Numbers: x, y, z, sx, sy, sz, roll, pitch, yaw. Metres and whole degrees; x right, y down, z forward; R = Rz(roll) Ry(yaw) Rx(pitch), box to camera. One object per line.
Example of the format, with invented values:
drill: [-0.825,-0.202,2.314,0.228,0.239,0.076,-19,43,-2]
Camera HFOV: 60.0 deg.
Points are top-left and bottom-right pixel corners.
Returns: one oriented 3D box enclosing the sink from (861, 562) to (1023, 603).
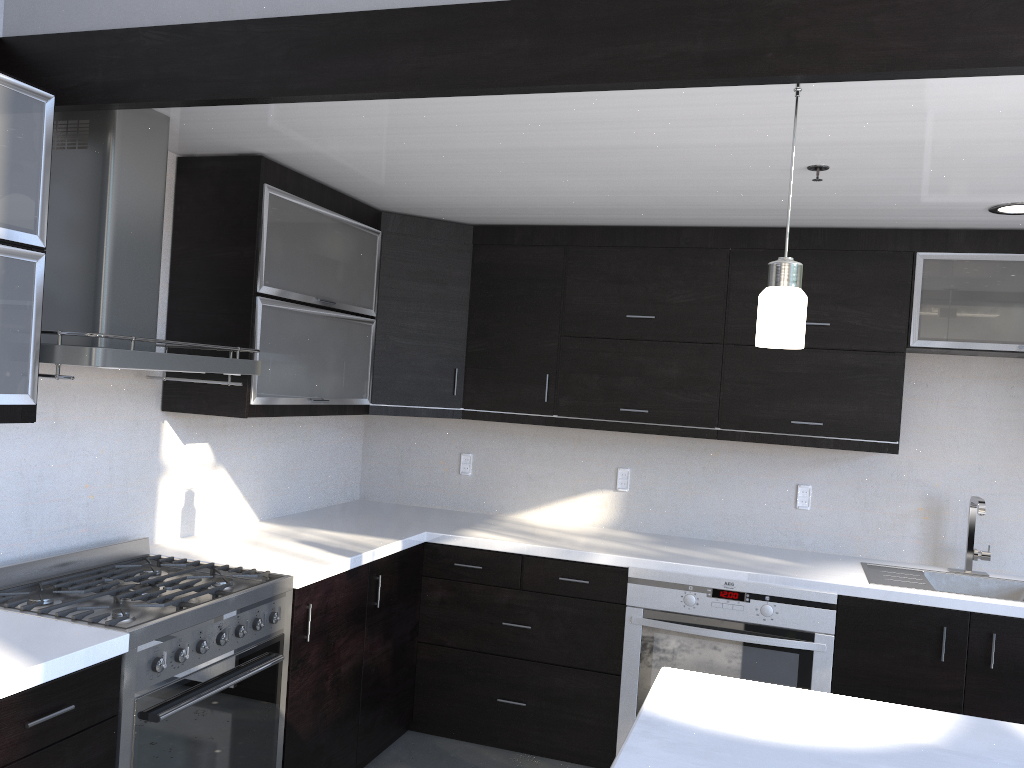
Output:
sink: [1.732,0.860,3.462,0.676,0.168,0.475,4,0,18]

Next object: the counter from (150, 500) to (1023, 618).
counter: [0.943,0.748,3.223,4.236,0.045,1.709,4,0,18]

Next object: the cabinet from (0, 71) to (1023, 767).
cabinet: [0.571,0.468,2.019,4.230,2.315,4.276,4,0,18]

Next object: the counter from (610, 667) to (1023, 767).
counter: [1.369,0.727,1.443,2.292,0.095,0.977,4,0,18]

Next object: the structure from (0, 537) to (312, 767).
structure: [-1.081,0.983,2.624,0.621,0.902,0.844,4,0,18]

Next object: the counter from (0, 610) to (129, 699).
counter: [-1.382,0.591,1.797,0.676,0.047,0.919,4,0,18]

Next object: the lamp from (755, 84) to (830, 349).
lamp: [0.924,-0.366,2.761,0.124,0.623,1.952,4,0,20]

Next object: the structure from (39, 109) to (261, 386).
structure: [-1.118,-0.474,2.599,0.489,0.930,0.727,4,1,18]

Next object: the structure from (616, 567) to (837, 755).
structure: [0.922,1.159,3.767,0.784,0.790,0.783,4,0,18]

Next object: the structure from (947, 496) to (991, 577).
structure: [1.894,0.627,3.628,0.149,0.328,0.224,4,1,18]
